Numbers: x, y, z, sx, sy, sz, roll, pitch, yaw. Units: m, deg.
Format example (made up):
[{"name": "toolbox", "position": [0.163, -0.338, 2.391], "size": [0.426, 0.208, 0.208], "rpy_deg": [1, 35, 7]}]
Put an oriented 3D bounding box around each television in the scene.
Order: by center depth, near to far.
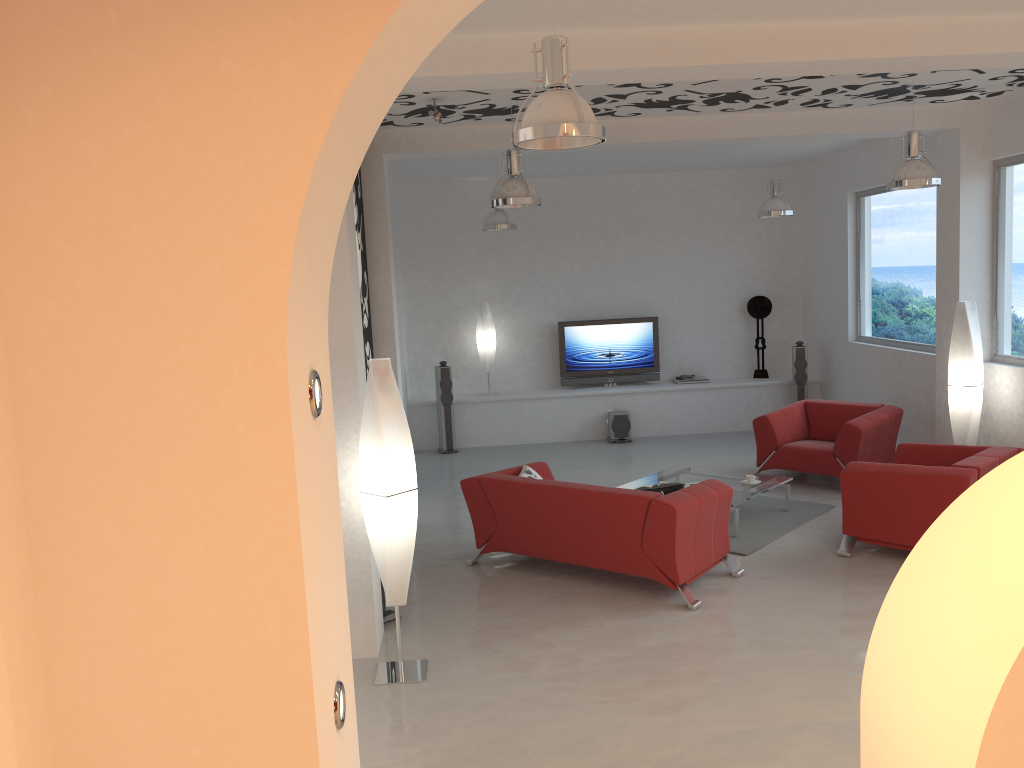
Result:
[{"name": "television", "position": [1.323, -0.420, 12.058], "size": [1.356, 0.919, 0.343], "rpy_deg": [-3, 7, -3]}]

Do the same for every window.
[{"name": "window", "position": [4.452, -0.965, 6.829], "size": [0.100, 1.800, 2.400], "rpy_deg": [-3, 7, -3]}, {"name": "window", "position": [4.302, -1.284, 9.607], "size": [0.100, 1.800, 2.400], "rpy_deg": [-3, 7, -3]}]

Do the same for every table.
[{"name": "table", "position": [1.711, 1.018, 7.895], "size": [1.162, 0.286, 1.097], "rpy_deg": [3, 9, 42]}]

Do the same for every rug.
[{"name": "rug", "position": [1.710, 1.163, 7.903], "size": [1.700, 0.025, 1.700], "rpy_deg": [3, 9, 42]}]

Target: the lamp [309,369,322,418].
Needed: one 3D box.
[{"name": "lamp", "position": [-0.418, 0.021, 1.893], "size": [0.011, 0.105, 0.105], "rpy_deg": [-3, 7, -3]}]

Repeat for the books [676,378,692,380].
[{"name": "books", "position": [2.356, -0.077, 12.124], "size": [0.190, 0.015, 0.135], "rpy_deg": [-8, 8, -37]}]

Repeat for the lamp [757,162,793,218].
[{"name": "lamp", "position": [2.852, -2.225, 9.629], "size": [0.379, 0.800, 0.379], "rpy_deg": [2, 8, 37]}]

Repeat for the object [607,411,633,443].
[{"name": "object", "position": [1.401, 0.560, 11.593], "size": [0.336, 0.374, 0.337], "rpy_deg": [-3, 7, -3]}]

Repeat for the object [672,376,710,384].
[{"name": "object", "position": [2.450, -0.057, 12.159], "size": [0.430, 0.045, 0.352], "rpy_deg": [-3, 7, -3]}]

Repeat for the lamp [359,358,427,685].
[{"name": "lamp", "position": [-0.670, 0.747, 4.908], "size": [0.313, 1.779, 0.313], "rpy_deg": [-2, 7, 5]}]

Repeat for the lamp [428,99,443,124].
[{"name": "lamp", "position": [-0.560, -1.985, 6.460], "size": [0.112, 0.176, 0.118], "rpy_deg": [3, 9, 39]}]

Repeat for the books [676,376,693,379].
[{"name": "books", "position": [2.354, -0.093, 12.125], "size": [0.190, 0.015, 0.135], "rpy_deg": [-6, 7, -23]}]

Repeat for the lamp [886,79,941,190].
[{"name": "lamp", "position": [3.012, -1.883, 6.653], "size": [0.379, 0.800, 0.379], "rpy_deg": [0, 7, 26]}]

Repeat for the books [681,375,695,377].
[{"name": "books", "position": [2.405, -0.110, 12.121], "size": [0.190, 0.015, 0.135], "rpy_deg": [-2, 7, 7]}]

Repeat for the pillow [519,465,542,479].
[{"name": "pillow", "position": [0.195, 0.824, 6.815], "size": [0.288, 0.343, 0.402], "rpy_deg": [-2, 7, 5]}]

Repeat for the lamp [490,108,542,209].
[{"name": "lamp", "position": [0.011, -1.711, 6.511], "size": [0.379, 0.800, 0.379], "rpy_deg": [-4, 7, -10]}]

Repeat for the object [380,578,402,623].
[{"name": "object", "position": [-0.890, 1.000, 5.714], "size": [0.214, 1.112, 0.229], "rpy_deg": [3, 9, 42]}]

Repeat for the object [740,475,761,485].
[{"name": "object", "position": [2.086, 0.836, 7.754], "size": [0.153, 0.069, 0.153], "rpy_deg": [-8, 8, -36]}]

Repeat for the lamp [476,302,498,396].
[{"name": "lamp", "position": [-0.338, -0.475, 11.879], "size": [0.263, 1.239, 0.263], "rpy_deg": [-4, 7, -11]}]

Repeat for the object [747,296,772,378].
[{"name": "object", "position": [3.400, -0.644, 12.144], "size": [0.331, 1.130, 0.108], "rpy_deg": [0, 7, 22]}]

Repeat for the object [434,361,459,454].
[{"name": "object", "position": [-0.859, 0.291, 11.413], "size": [0.255, 1.184, 0.273], "rpy_deg": [-5, 7, -18]}]

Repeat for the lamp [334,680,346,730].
[{"name": "lamp", "position": [-0.382, 0.714, 1.974], "size": [0.011, 0.105, 0.105], "rpy_deg": [-3, 7, -3]}]

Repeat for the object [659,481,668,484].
[{"name": "object", "position": [1.315, 0.885, 7.681], "size": [0.153, 0.069, 0.153], "rpy_deg": [0, 7, 24]}]

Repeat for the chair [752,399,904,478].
[{"name": "chair", "position": [3.172, 0.597, 8.946], "size": [0.951, 0.738, 1.288], "rpy_deg": [-9, 9, -42]}]

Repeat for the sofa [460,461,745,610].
[{"name": "sofa", "position": [0.616, 1.015, 6.526], "size": [1.929, 0.738, 0.951], "rpy_deg": [2, 8, 37]}]

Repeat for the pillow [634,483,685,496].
[{"name": "pillow", "position": [0.988, 0.854, 6.210], "size": [0.402, 0.343, 0.288], "rpy_deg": [-4, 7, -10]}]

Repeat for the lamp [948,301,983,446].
[{"name": "lamp", "position": [3.982, 0.167, 7.787], "size": [0.313, 1.779, 0.313], "rpy_deg": [-4, 7, -11]}]

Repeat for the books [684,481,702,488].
[{"name": "books", "position": [1.653, 0.890, 7.632], "size": [0.367, 0.035, 0.345], "rpy_deg": [-4, 7, -13]}]

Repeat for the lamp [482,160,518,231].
[{"name": "lamp", "position": [-0.149, -2.053, 9.487], "size": [0.379, 0.800, 0.379], "rpy_deg": [-4, 7, -6]}]

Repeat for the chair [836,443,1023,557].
[{"name": "chair", "position": [3.167, 0.862, 6.699], "size": [1.288, 0.738, 0.951], "rpy_deg": [-9, 9, -42]}]

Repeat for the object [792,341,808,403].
[{"name": "object", "position": [3.776, 0.026, 11.626], "size": [0.255, 1.184, 0.273], "rpy_deg": [-2, 7, 12]}]

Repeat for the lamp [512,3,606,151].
[{"name": "lamp", "position": [0.171, -1.368, 3.535], "size": [0.379, 0.800, 0.379], "rpy_deg": [-7, 8, -31]}]

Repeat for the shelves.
[{"name": "shelves", "position": [1.360, 0.073, 11.999], "size": [5.500, 0.050, 0.650], "rpy_deg": [-3, 7, -3]}]
